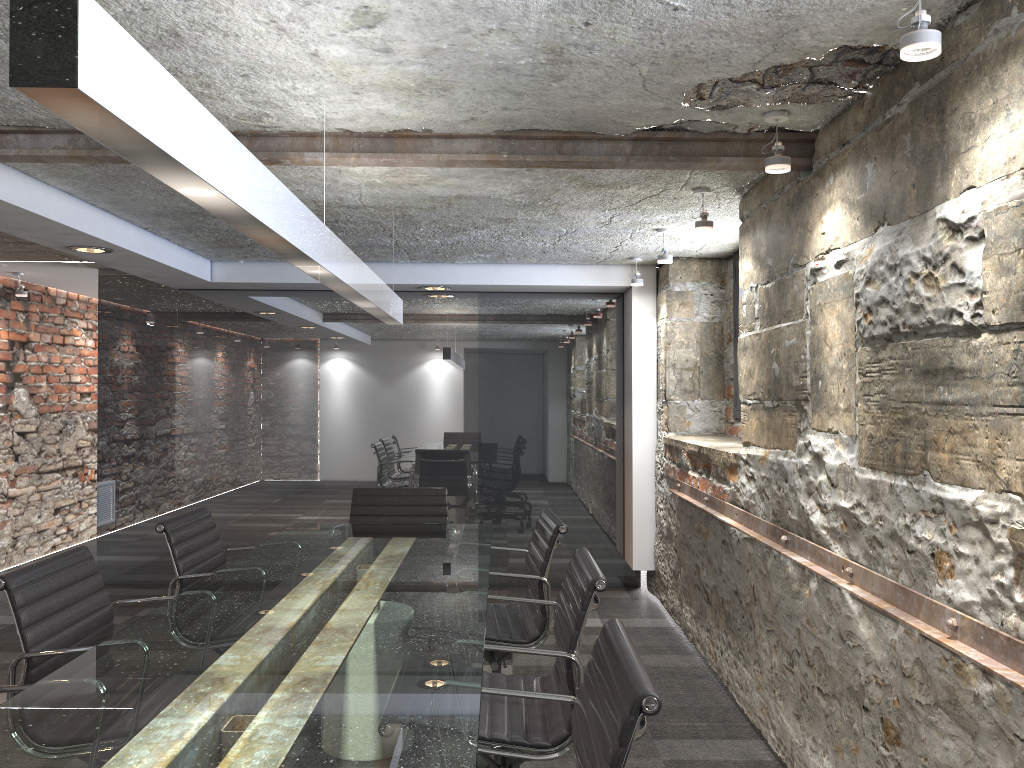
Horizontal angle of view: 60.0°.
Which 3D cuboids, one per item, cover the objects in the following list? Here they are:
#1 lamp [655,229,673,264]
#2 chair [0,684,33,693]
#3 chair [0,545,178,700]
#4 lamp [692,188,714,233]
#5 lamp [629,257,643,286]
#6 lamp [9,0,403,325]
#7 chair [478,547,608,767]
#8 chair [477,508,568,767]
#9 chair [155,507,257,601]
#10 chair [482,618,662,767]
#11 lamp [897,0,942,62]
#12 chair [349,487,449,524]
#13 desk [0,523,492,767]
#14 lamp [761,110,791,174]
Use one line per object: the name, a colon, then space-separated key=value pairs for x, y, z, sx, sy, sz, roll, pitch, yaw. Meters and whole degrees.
lamp: x=0.780 y=-0.703 z=4.505 sx=0.077 sy=0.165 sz=0.098 roll=0 pitch=-1 yaw=32
chair: x=-1.022 y=0.906 z=1.629 sx=0.667 sy=0.837 sz=0.693 roll=0 pitch=-1 yaw=-3
chair: x=-1.036 y=0.919 z=2.476 sx=0.667 sy=0.837 sz=0.693 roll=0 pitch=-1 yaw=-11
lamp: x=0.791 y=-0.716 z=3.633 sx=0.077 sy=0.165 sz=0.098 roll=0 pitch=-1 yaw=32
lamp: x=0.769 y=-0.690 z=5.425 sx=0.077 sy=0.165 sz=0.098 roll=0 pitch=-1 yaw=32
lamp: x=-0.517 y=-0.553 z=2.532 sx=0.073 sy=0.524 sz=3.159 roll=0 pitch=-1 yaw=-1
chair: x=-0.058 y=0.918 z=2.503 sx=0.667 sy=0.837 sz=0.693 roll=0 pitch=-1 yaw=-10
chair: x=-0.114 y=0.931 z=3.437 sx=0.667 sy=0.837 sz=0.693 roll=0 pitch=-1 yaw=-14
chair: x=-1.000 y=0.932 z=3.416 sx=0.667 sy=0.837 sz=0.693 roll=0 pitch=-1 yaw=-10
chair: x=-0.064 y=0.905 z=1.623 sx=0.667 sy=0.837 sz=0.693 roll=0 pitch=-1 yaw=-9
lamp: x=0.814 y=-0.743 z=1.755 sx=0.077 sy=0.165 sz=0.098 roll=0 pitch=-1 yaw=32
chair: x=-0.561 y=0.942 z=4.179 sx=0.693 sy=0.837 sz=0.667 roll=0 pitch=-1 yaw=-11
desk: x=-0.533 y=0.982 z=2.509 sx=0.909 sy=0.711 sz=3.154 roll=0 pitch=-1 yaw=-1
lamp: x=0.803 y=-0.730 z=2.663 sx=0.077 sy=0.165 sz=0.098 roll=0 pitch=-1 yaw=32
